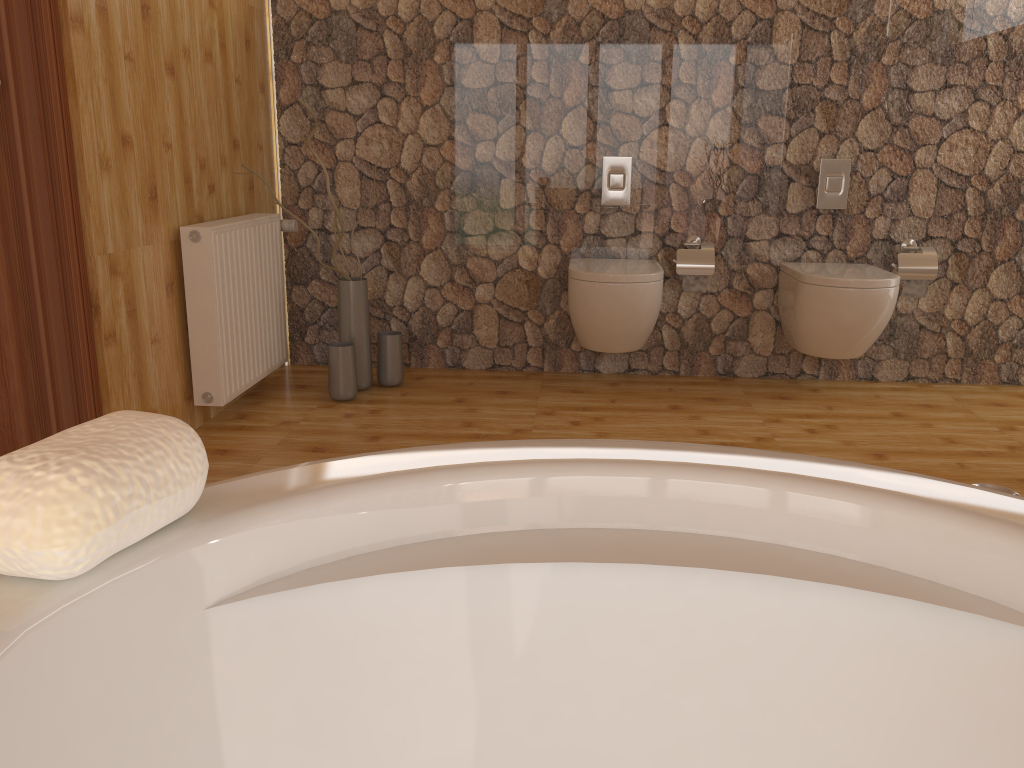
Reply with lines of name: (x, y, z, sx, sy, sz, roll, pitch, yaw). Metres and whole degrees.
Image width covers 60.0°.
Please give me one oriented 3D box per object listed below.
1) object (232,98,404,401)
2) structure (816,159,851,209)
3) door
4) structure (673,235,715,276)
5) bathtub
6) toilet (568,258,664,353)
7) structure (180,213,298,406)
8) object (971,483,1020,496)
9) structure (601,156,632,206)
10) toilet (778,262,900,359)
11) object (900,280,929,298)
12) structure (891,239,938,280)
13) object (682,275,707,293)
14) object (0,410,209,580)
object: (-0.696, -0.490, 3.361, 0.277, 1.123, 0.658, 8, 16, 26)
structure: (1.314, -0.817, 3.623, 0.120, 0.200, 0.010, 2, 15, 4)
door: (-1.315, -0.576, 1.840, 0.106, 2.001, 0.823, 2, 15, 4)
structure: (0.749, -0.534, 3.670, 0.170, 0.151, 0.154, 2, 15, 4)
bathtub: (0.008, 0.503, 0.006, 0.977, 0.900, 1.946, 2, 15, 7)
toilet: (0.409, -0.306, 3.572, 0.371, 0.337, 0.507, 2, 15, 4)
structure: (-0.971, -0.308, 3.290, 0.150, 0.600, 0.745, 2, 15, 4)
object: (1.532, -0.125, 0.468, 0.347, 1.921, 2.276, -13, 20, -42)
structure: (0.435, -0.844, 3.688, 0.120, 0.200, 0.010, 2, 15, 4)
toilet: (1.288, -0.280, 3.507, 0.371, 0.337, 0.507, 2, 15, 4)
object: (1.629, -0.431, 3.601, 0.098, 0.151, 0.090, 2, 15, 4)
structure: (1.625, -0.507, 3.606, 0.170, 0.151, 0.154, 2, 15, 4)
object: (0.753, -0.458, 3.666, 0.098, 0.151, 0.090, 2, 15, 4)
object: (-0.269, 0.068, 0.572, 0.105, 0.077, 0.166, 4, 15, 12)
